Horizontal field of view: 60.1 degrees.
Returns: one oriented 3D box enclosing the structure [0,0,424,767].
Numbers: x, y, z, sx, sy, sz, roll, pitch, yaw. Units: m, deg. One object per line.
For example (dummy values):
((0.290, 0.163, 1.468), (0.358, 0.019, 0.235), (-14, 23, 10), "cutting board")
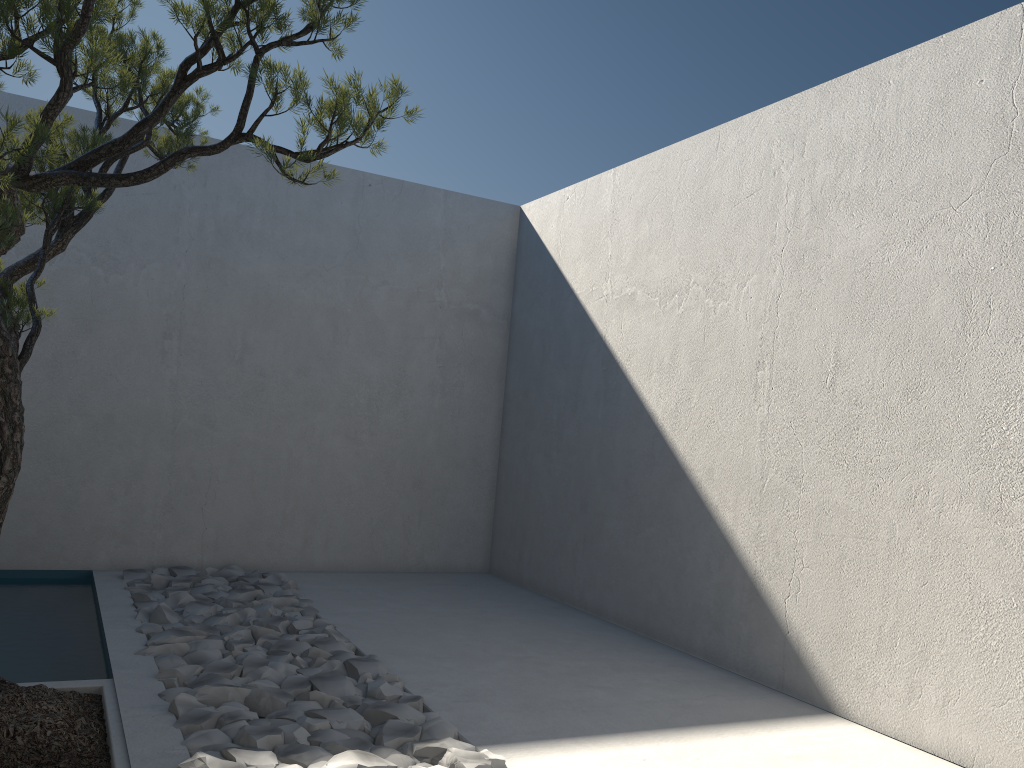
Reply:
((-1.761, -0.456, 2.296), (2.594, 3.470, 2.513), (5, -1, -34), "structure")
